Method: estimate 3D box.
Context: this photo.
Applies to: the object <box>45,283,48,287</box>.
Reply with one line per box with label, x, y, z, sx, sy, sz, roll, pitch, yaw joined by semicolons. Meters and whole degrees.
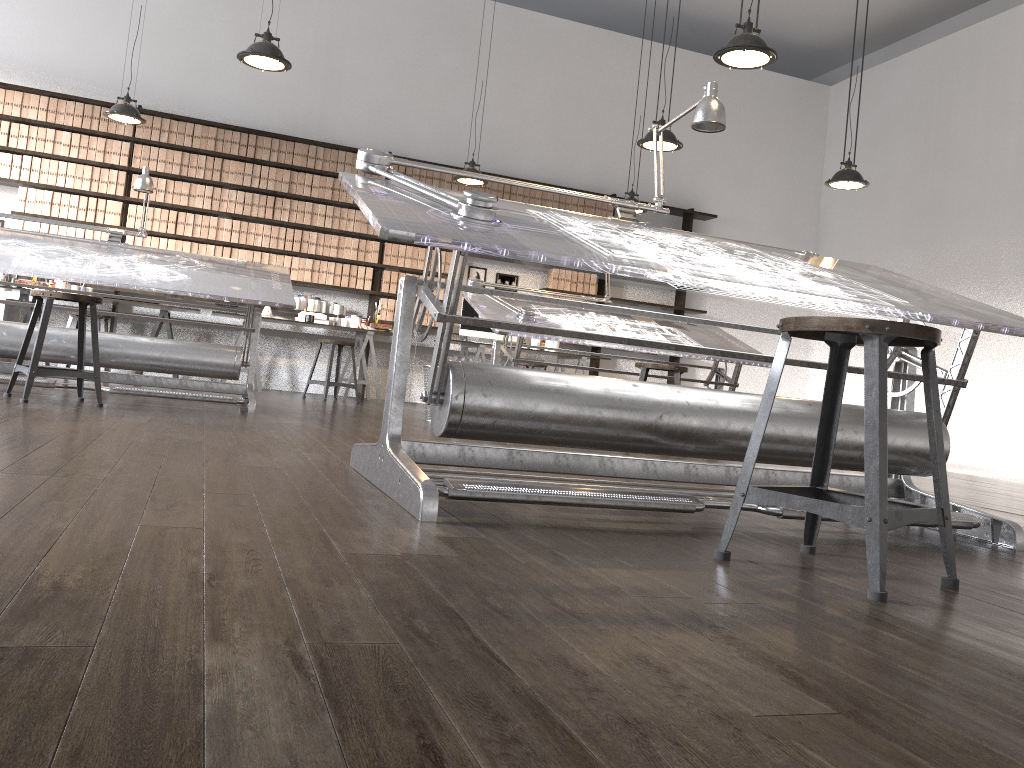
object;-3.998;-0.823;7.645;0.060;0.089;0.059;7;-2;-24

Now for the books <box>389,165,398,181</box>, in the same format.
books;-1.197;-2.111;8.886;0.066;0.226;0.174;7;-2;-19

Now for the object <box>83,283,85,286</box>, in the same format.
object;-3.800;-0.829;7.828;0.029;0.134;0.004;7;-3;-24

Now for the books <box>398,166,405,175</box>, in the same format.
books;-1.126;-2.104;8.905;0.067;0.226;0.174;7;-2;-19

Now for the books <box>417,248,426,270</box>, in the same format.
books;-0.935;-1.255;8.959;0.067;0.226;0.174;7;-2;-19

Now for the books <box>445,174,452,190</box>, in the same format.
books;-0.671;-2.056;9.065;0.066;0.226;0.174;7;-2;-19

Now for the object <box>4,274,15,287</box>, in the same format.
object;-4.225;-0.920;7.459;0.069;0.230;0.068;7;-3;-22

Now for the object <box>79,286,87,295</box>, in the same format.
object;-3.766;-0.805;7.759;0.063;0.093;0.062;5;-2;30

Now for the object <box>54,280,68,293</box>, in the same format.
object;-3.900;-0.838;7.653;0.104;0.142;0.104;7;-2;-27

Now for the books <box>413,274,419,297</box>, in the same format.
books;-0.998;-0.985;8.940;0.066;0.226;0.174;7;-2;-19

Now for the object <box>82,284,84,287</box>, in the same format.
object;-3.806;-0.830;7.820;0.036;0.118;0.005;7;-3;-25

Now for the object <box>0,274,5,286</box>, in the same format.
object;-4.292;-0.865;7.420;0.068;0.105;0.068;7;-2;-15

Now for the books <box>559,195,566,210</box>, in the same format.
books;0.508;-1.933;9.476;0.066;0.226;0.174;7;-2;-19

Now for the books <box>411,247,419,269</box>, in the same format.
books;-0.999;-1.262;8.942;0.066;0.226;0.174;7;-2;-19

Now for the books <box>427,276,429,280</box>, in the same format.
books;-0.866;-0.971;8.979;0.067;0.226;0.174;7;-2;-19

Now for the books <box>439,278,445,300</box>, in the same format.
books;-0.745;-0.958;9.025;0.066;0.226;0.174;7;-2;-19

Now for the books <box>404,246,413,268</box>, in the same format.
books;-1.058;-1.268;8.920;0.066;0.226;0.174;7;-2;-19

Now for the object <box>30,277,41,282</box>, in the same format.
object;-4.072;-0.946;7.732;0.077;0.146;0.344;6;0;3

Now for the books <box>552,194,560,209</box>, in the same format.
books;0.444;-1.940;9.449;0.067;0.226;0.174;7;-2;-19

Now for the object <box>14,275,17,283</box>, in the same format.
object;-4.248;-0.927;7.526;0.069;0.238;0.068;7;-3;-22

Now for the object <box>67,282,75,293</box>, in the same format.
object;-3.891;-0.832;7.769;0.094;0.128;0.094;7;-2;-15

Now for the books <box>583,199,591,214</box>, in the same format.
books;0.777;-1.905;9.563;0.067;0.226;0.174;7;-2;-19

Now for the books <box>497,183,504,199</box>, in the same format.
books;-0.151;-2.002;9.249;0.066;0.226;0.174;7;-2;-19

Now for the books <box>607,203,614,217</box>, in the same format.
books;1.036;-1.877;9.657;0.066;0.226;0.174;7;-2;-19

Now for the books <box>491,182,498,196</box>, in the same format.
books;-0.211;-2.008;9.225;0.066;0.226;0.174;7;-2;-19

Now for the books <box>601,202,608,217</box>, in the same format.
books;0.970;-1.884;9.638;0.066;0.226;0.174;7;-2;-19

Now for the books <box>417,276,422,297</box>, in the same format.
books;-0.931;-0.978;8.963;0.066;0.226;0.174;7;-2;-19

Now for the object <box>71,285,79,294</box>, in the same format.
object;-3.803;-0.809;7.700;0.062;0.094;0.061;5;-2;21

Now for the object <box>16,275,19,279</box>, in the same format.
object;-4.276;-0.926;7.606;0.069;0.230;0.068;7;-3;-22

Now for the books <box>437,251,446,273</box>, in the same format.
books;-0.739;-1.235;9.029;0.066;0.226;0.174;7;-2;-19

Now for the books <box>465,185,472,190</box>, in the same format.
books;-0.473;-2.036;9.138;0.066;0.226;0.174;7;-2;-19

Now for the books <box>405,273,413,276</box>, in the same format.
books;-1.063;-0.992;8.913;0.066;0.226;0.174;7;-2;-19

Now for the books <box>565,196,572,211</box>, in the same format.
books;0.573;-1.926;9.500;0.066;0.226;0.174;7;-2;-19

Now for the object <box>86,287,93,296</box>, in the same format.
object;-3.738;-0.803;7.820;0.062;0.094;0.061;5;-2;30

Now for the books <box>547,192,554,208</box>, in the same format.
books;0.375;-1.947;9.428;0.066;0.226;0.174;7;-2;-19

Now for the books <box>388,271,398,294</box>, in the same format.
books;-1.200;-1.006;8.865;0.067;0.226;0.174;7;-2;-19

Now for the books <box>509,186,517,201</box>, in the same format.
books;-0.011;-1.987;9.297;0.066;0.226;0.174;7;-2;-19

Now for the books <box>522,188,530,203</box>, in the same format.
books;0.122;-1.973;9.343;0.066;0.226;0.174;7;-2;-19

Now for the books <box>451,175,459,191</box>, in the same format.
books;-0.603;-2.049;9.087;0.067;0.226;0.174;7;-2;-19

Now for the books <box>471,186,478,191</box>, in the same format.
books;-0.406;-2.029;9.157;0.066;0.226;0.174;7;-2;-19

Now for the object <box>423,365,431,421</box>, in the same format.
object;-0.457;0.075;6.076;0.353;0.379;0.352;6;-1;2

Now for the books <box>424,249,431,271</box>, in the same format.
books;-0.874;-1.249;8.987;0.066;0.226;0.174;7;-2;-19

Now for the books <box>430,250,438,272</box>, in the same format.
books;-0.807;-1.242;9.010;0.066;0.226;0.174;7;-2;-19

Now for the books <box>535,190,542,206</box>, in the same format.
books;0.254;-1.959;9.382;0.067;0.226;0.174;7;-2;-19

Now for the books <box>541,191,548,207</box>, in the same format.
books;0.315;-1.953;9.409;0.066;0.226;0.174;7;-2;-19

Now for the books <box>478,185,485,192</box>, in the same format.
books;-0.337;-2.021;9.177;0.066;0.226;0.174;7;-2;-19

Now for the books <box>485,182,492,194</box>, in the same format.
books;-0.269;-2.014;9.201;0.067;0.226;0.174;7;-2;-19

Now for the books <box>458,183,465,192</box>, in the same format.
books;-0.538;-2.042;9.113;0.066;0.226;0.174;7;-2;-19

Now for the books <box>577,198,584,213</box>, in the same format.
books;0.709;-1.912;9.540;0.066;0.226;0.174;7;-2;-19

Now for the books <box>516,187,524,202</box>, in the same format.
books;0.057;-1.980;9.316;0.066;0.226;0.174;7;-2;-19

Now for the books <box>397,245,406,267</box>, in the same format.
books;-1.125;-1.275;8.894;0.067;0.226;0.174;7;-2;-19

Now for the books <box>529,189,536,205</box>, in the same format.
books;0.189;-1.966;9.366;0.066;0.226;0.174;7;-2;-19

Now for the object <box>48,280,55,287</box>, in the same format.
object;-3.951;-0.830;7.593;0.049;0.112;0.049;7;-3;-23

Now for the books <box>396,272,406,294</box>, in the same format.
books;-1.131;-0.999;8.894;0.066;0.226;0.174;7;-2;-19

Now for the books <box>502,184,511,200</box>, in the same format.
books;-0.079;-1.994;9.268;0.067;0.226;0.174;7;-2;-19

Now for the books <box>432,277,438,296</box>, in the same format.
books;-0.805;-0.965;9.006;0.066;0.226;0.174;7;-2;-19
